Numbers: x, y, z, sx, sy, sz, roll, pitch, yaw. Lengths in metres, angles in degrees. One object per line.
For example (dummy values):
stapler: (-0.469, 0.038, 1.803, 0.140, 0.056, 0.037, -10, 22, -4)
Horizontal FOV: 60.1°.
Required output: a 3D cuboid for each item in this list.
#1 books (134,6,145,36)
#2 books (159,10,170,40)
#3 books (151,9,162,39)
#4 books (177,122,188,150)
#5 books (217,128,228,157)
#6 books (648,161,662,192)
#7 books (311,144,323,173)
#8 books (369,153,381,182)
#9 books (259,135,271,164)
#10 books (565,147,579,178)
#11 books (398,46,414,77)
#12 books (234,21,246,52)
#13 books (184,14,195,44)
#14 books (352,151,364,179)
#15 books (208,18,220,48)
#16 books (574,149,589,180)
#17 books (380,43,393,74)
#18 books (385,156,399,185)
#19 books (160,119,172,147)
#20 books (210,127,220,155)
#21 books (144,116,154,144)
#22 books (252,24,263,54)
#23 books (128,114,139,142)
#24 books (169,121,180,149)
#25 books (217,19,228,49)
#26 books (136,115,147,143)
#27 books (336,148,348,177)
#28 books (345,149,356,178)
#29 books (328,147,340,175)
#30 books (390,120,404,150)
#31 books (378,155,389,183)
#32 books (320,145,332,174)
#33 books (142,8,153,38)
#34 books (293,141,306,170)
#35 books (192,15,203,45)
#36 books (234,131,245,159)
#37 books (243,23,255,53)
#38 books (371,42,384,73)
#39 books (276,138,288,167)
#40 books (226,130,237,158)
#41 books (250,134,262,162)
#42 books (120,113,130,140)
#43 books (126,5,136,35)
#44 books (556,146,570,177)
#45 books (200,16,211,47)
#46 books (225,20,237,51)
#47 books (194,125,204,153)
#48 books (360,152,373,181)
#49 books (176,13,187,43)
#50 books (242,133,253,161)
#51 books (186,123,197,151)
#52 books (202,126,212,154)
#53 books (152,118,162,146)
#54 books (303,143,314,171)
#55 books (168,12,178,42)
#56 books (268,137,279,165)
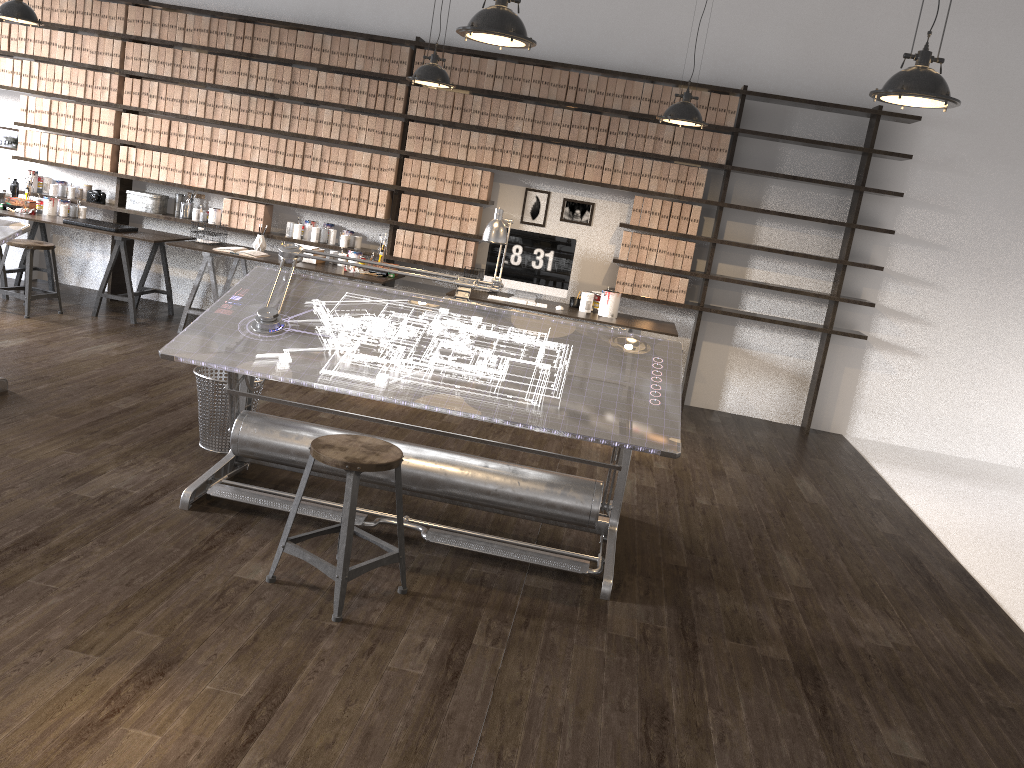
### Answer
books: (-2.936, -2.878, 7.074, 0.067, 0.224, 0.176, 10, 11, 6)
books: (-2.725, -2.840, 7.058, 0.067, 0.224, 0.176, 10, 11, 6)
books: (-2.793, -2.852, 7.062, 0.067, 0.224, 0.176, 10, 11, 6)
books: (-2.627, -1.995, 7.166, 0.067, 0.224, 0.176, 10, 11, 6)
books: (-2.295, -1.933, 7.131, 0.067, 0.223, 0.176, 10, 11, 6)
books: (1.085, -1.574, 6.720, 0.067, 0.223, 0.176, 10, 11, 6)
books: (-1.526, -1.787, 7.046, 0.067, 0.224, 0.176, 10, 11, 6)
books: (-1.061, -1.699, 6.998, 0.067, 0.224, 0.176, 10, 11, 6)
books: (-1.949, -1.866, 7.090, 0.067, 0.224, 0.176, 10, 11, 6)
books: (0.465, -1.692, 6.792, 0.067, 0.224, 0.176, 10, 11, 6)
books: (-0.815, -2.477, 6.845, 0.067, 0.224, 0.176, 10, 11, 6)
books: (-2.116, -2.724, 6.991, 0.067, 0.224, 0.176, 10, 11, 6)
books: (-2.517, -2.800, 7.032, 0.067, 0.223, 0.176, 10, 11, 6)
books: (-1.195, -1.724, 7.011, 0.067, 0.223, 0.176, 10, 11, 6)
books: (-2.324, -2.764, 7.013, 0.067, 0.224, 0.176, 10, 11, 6)
books: (0.533, -1.679, 6.782, 0.067, 0.224, 0.176, 10, 11, 6)
books: (-0.953, -2.504, 6.864, 0.067, 0.224, 0.176, 10, 11, 6)
books: (-0.929, -1.673, 6.979, 0.067, 0.224, 0.176, 10, 11, 6)
books: (-2.770, -2.022, 7.181, 0.067, 0.224, 0.176, 10, 11, 6)
books: (-2.356, -1.945, 7.139, 0.067, 0.223, 0.176, 10, 11, 6)
books: (-2.906, -2.049, 7.199, 0.067, 0.223, 0.176, 10, 11, 6)
books: (-1.970, -2.697, 6.975, 0.067, 0.223, 0.176, 10, 11, 6)
books: (-3.039, -2.073, 7.209, 0.067, 0.224, 0.176, 10, 11, 6)
books: (-2.696, -2.009, 7.178, 0.067, 0.224, 0.176, 10, 11, 6)
books: (-2.255, -2.751, 7.006, 0.067, 0.224, 0.176, 10, 11, 6)
books: (-2.968, -2.059, 7.201, 0.067, 0.224, 0.176, 10, 11, 6)
books: (-1.322, -1.748, 7.022, 0.067, 0.224, 0.176, 10, 11, 6)
books: (-1.256, -1.736, 7.019, 0.067, 0.223, 0.176, 10, 11, 6)
books: (-1.387, -1.761, 7.035, 0.067, 0.224, 0.176, 10, 11, 6)
books: (-0.887, -1.942, 6.938, 0.067, 0.224, 0.176, 10, 11, 6)
books: (-0.992, -1.687, 6.993, 0.067, 0.224, 0.176, 10, 11, 6)
books: (-1.456, -1.774, 7.042, 0.067, 0.224, 0.176, 10, 11, 6)
books: (-2.865, -2.865, 7.066, 0.067, 0.224, 0.176, 10, 11, 6)
books: (-1.669, -1.814, 7.061, 0.067, 0.224, 0.176, 10, 11, 6)
books: (-2.456, -2.789, 7.027, 0.067, 0.223, 0.176, 10, 11, 6)
books: (-2.155, -1.907, 7.118, 0.067, 0.224, 0.176, 10, 11, 6)
books: (-2.044, -2.710, 6.978, 0.067, 0.224, 0.176, 10, 11, 6)
books: (-1.020, -2.515, 6.865, 0.067, 0.224, 0.176, 10, 11, 6)
books: (-1.815, -1.842, 7.080, 0.067, 0.223, 0.176, 10, 11, 6)
books: (-2.225, -1.919, 7.121, 0.067, 0.224, 0.176, 10, 11, 6)
books: (-2.019, -1.880, 7.101, 0.067, 0.224, 0.176, 10, 11, 6)
books: (-3.109, -2.087, 7.220, 0.067, 0.224, 0.176, 10, 11, 6)
books: (-2.997, -2.891, 7.085, 0.067, 0.223, 0.176, 10, 11, 6)
books: (0.396, -1.705, 6.795, 0.067, 0.224, 0.176, 10, 11, 6)
books: (-2.391, -2.775, 7.015, 0.067, 0.224, 0.176, 10, 11, 6)
books: (-2.186, -2.737, 6.994, 0.067, 0.224, 0.176, 10, 11, 6)
books: (-2.487, -1.970, 7.155, 0.067, 0.224, 0.176, 10, 11, 6)
books: (-1.130, -1.712, 7.002, 0.067, 0.224, 0.176, 10, 11, 6)
books: (-2.588, -2.813, 7.038, 0.067, 0.224, 0.176, 10, 11, 6)
books: (-2.087, -1.894, 7.112, 0.067, 0.224, 0.176, 10, 11, 6)
books: (-2.557, -1.983, 7.163, 0.067, 0.224, 0.176, 10, 11, 6)
books: (-2.422, -1.956, 7.142, 0.067, 0.224, 0.176, 10, 11, 6)
books: (-2.841, -2.037, 7.194, 0.067, 0.223, 0.176, 10, 11, 6)
books: (-1.595, -1.801, 7.058, 0.067, 0.224, 0.176, 10, 11, 6)
books: (-2.657, -2.827, 7.049, 0.067, 0.224, 0.176, 10, 11, 6)
books: (-1.878, -1.853, 7.082, 0.067, 0.224, 0.176, 10, 11, 6)
